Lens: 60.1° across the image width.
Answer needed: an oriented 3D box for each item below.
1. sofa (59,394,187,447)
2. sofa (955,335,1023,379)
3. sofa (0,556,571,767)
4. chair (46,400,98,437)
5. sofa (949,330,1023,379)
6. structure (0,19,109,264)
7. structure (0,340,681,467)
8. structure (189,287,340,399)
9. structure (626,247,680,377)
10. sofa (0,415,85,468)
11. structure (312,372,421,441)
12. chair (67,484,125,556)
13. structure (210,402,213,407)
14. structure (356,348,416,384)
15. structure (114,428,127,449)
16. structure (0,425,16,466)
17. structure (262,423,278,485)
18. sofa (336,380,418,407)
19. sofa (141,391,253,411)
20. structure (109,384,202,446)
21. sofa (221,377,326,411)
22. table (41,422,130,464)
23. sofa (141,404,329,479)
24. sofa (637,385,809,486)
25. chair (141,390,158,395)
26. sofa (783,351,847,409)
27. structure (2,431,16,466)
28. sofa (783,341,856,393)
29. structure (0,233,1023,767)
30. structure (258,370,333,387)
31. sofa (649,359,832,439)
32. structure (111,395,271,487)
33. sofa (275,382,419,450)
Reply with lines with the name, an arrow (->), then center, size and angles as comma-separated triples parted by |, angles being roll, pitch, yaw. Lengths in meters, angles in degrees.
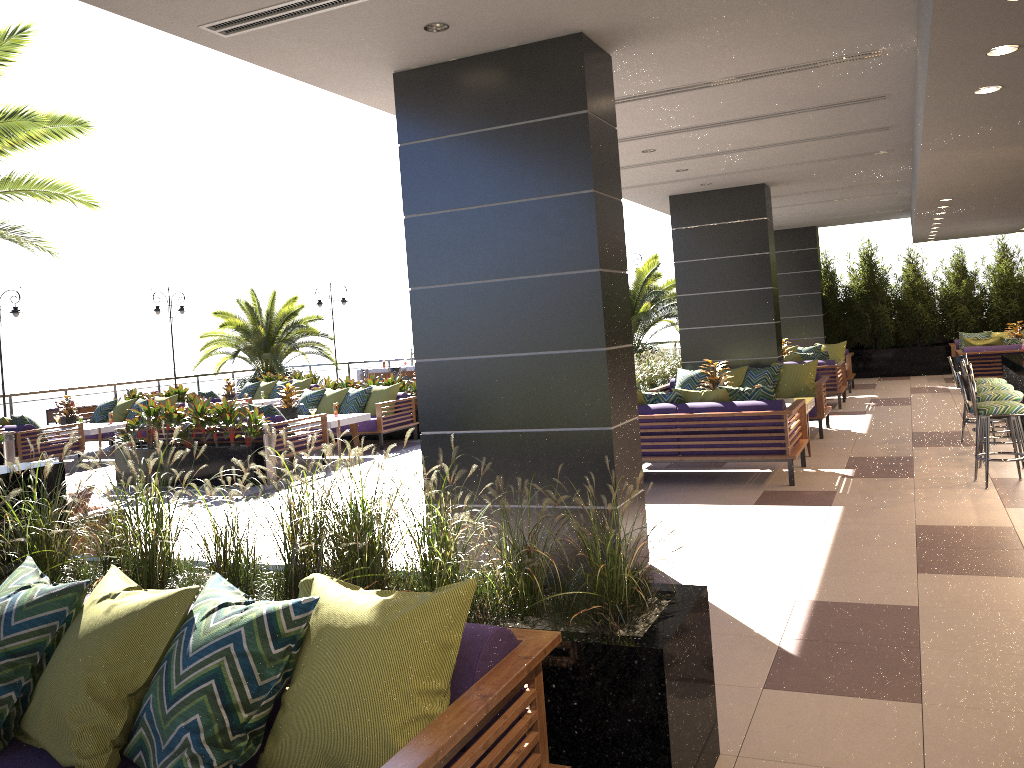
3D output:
sofa -> -6.709, 0.693, 15.465 | 2.122, 0.919, 1.122 | -3, 2, 24
sofa -> 8.386, -0.374, 14.304 | 2.122, 0.919, 1.122 | -3, 2, 24
sofa -> -1.036, 1.034, 2.519 | 2.122, 0.919, 1.122 | -3, 2, 24
chair -> -9.321, 0.742, 18.805 | 0.713, 0.816, 0.716 | -4, 2, 24
sofa -> 9.433, -0.592, 16.648 | 2.122, 0.919, 1.122 | -3, 2, 24
structure -> -7.066, -1.625, 9.811 | 4.698, 6.503, 4.755 | -3, 1, 42
structure -> -4.618, 0.489, 15.044 | 12.897, 1.058, 17.547 | -3, 4, 24
structure -> -6.454, -0.984, 23.320 | 3.802, 3.303, 3.753 | -5, 2, -8
structure -> 2.475, -1.422, 19.374 | 3.807, 3.303, 3.749 | -5, 2, -23
sofa -> -7.656, 0.890, 13.356 | 2.122, 0.919, 1.122 | -3, 2, 24
structure -> -2.344, 0.404, 14.340 | 2.415, 1.173, 0.702 | -3, 1, 26
chair -> -2.840, 1.056, 5.280 | 0.713, 0.816, 0.716 | -4, 2, 24
structure -> -5.349, 0.685, 15.704 | 0.100, 0.700, 0.180 | -4, 0, 24
structure -> -1.657, -0.242, 21.320 | 4.394, 1.328, 0.806 | -3, 1, 24
structure -> -4.990, 0.918, 11.326 | 0.100, 0.700, 0.180 | -4, 0, 24
structure -> -8.040, 0.933, 12.645 | 2.247, 1.172, 0.739 | -3, 1, 26
structure -> -2.831, 0.813, 10.356 | 0.100, 0.700, 0.180 | -4, 0, 24
sofa -> -2.045, 0.368, 15.022 | 2.122, 0.919, 1.122 | -3, 2, 24
sofa -> -6.121, 0.567, 16.852 | 2.122, 0.919, 1.122 | -3, 2, 24
structure -> -6.486, 0.606, 16.179 | 2.245, 1.172, 0.716 | -3, 1, 21
sofa -> -5.167, 0.370, 18.958 | 2.122, 0.919, 1.122 | -3, 2, 24
table -> -7.178, 0.974, 14.408 | 2.033, 0.553, 0.944 | -3, 3, 24
sofa -> -3.587, 0.692, 11.529 | 2.122, 0.919, 1.122 | -3, 2, 24
sofa -> 1.755, 0.453, 8.767 | 2.122, 0.919, 1.122 | -3, 2, 24
chair -> -8.541, 0.580, 20.550 | 0.713, 0.816, 0.716 | -4, 2, 24
sofa -> 4.276, -0.071, 14.410 | 2.122, 0.919, 1.122 | -3, 2, 24
structure -> -6.918, 1.012, 12.192 | 0.100, 0.700, 0.180 | -4, 0, 24
sofa -> 5.323, -0.289, 16.754 | 2.122, 0.919, 1.122 | -3, 2, 24
structure -> 3.311, -0.741, 8.244 | 7.804, 3.121, 24.790 | -3, 4, 24
structure -> -4.890, 0.277, 19.696 | 2.247, 1.172, 0.739 | -3, 1, 26
sofa -> 2.957, 0.203, 11.458 | 2.122, 0.919, 1.122 | -3, 2, 24
structure -> -3.915, 0.730, 10.830 | 2.247, 1.172, 0.739 | -3, 1, 26
sofa -> -2.633, 0.495, 13.634 | 2.122, 0.919, 1.122 | -3, 2, 24
